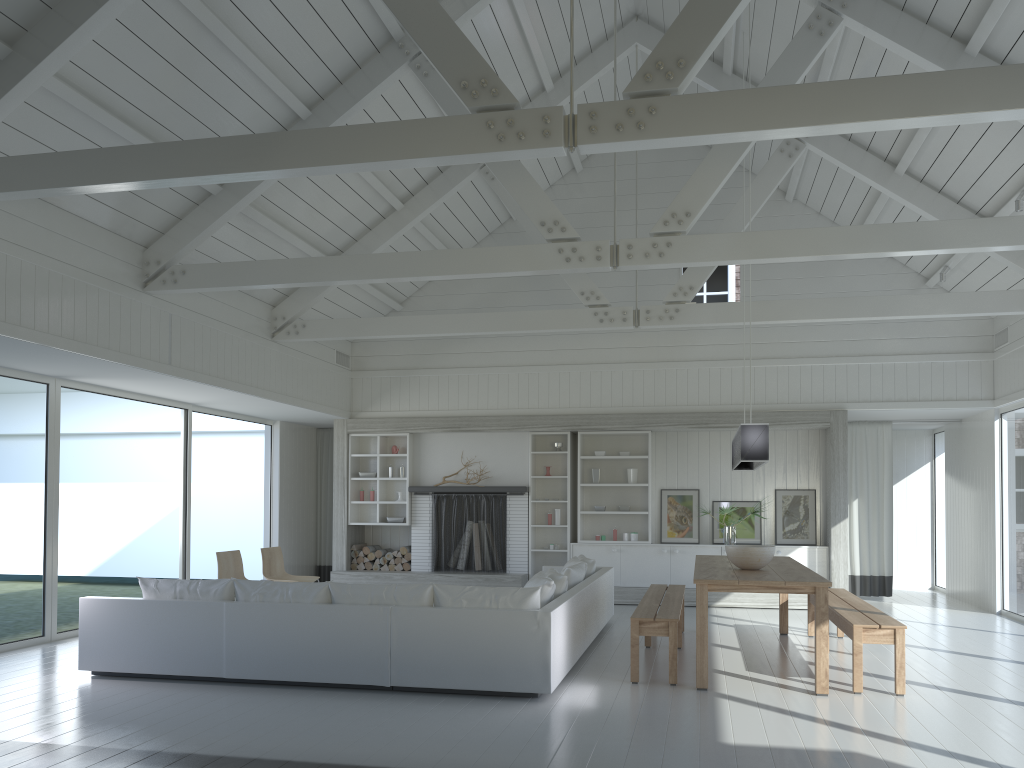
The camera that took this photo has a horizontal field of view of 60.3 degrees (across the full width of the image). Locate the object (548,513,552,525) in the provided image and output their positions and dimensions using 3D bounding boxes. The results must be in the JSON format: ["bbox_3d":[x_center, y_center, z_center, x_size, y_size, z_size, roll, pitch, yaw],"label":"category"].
[{"bbox_3d":[0.501,1.764,11.655,0.054,0.195,0.054,0,-2,11],"label":"object"}]

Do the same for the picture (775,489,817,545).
[{"bbox_3d":[3.571,1.677,11.096,0.495,0.701,0.065,-1,-2,12],"label":"picture"}]

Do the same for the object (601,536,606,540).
[{"bbox_3d":[1.190,2.010,11.511,0.058,0.061,0.058,1,-4,-10],"label":"object"}]

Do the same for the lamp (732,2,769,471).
[{"bbox_3d":[1.984,-1.418,7.433,0.200,4.229,1.914,0,-3,12],"label":"lamp"}]

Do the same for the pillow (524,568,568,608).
[{"bbox_3d":[0.213,1.740,7.023,0.466,0.475,1.327,0,-7,3],"label":"pillow"}]

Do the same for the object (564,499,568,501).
[{"bbox_3d":[0.717,1.539,11.709,0.054,0.025,0.054,-1,-7,12],"label":"object"}]

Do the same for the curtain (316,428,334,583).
[{"bbox_3d":[-2.685,1.842,13.354,0.630,2.363,0.117,0,-1,11],"label":"curtain"}]

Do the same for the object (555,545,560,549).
[{"bbox_3d":[0.601,2.149,11.625,0.058,0.061,0.058,-1,-4,12],"label":"object"}]

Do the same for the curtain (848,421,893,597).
[{"bbox_3d":[4.631,1.679,11.927,1.006,2.363,0.117,0,-2,13],"label":"curtain"}]

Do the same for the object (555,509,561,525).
[{"bbox_3d":[0.605,1.754,11.631,0.072,0.210,0.071,0,-2,12],"label":"object"}]

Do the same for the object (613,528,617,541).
[{"bbox_3d":[1.342,1.938,11.470,0.054,0.195,0.054,0,-2,11],"label":"object"}]

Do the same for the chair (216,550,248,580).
[{"bbox_3d":[-2.651,2.049,8.732,0.555,0.778,0.598,-1,-4,12],"label":"chair"}]

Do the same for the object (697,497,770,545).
[{"bbox_3d":[2.766,1.693,10.975,0.971,0.627,0.625,-1,-5,10],"label":"object"}]

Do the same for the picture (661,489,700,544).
[{"bbox_3d":[2.172,1.712,11.396,0.495,0.701,0.065,-1,-2,12],"label":"picture"}]

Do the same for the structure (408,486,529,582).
[{"bbox_3d":[-0.512,2.042,11.989,1.617,1.282,0.863,-1,-4,12],"label":"structure"}]

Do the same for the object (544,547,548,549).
[{"bbox_3d":[0.453,2.171,11.658,0.054,0.025,0.054,-1,-7,12],"label":"object"}]

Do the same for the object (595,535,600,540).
[{"bbox_3d":[1.117,2.003,11.500,0.054,0.071,0.054,1,-4,-9],"label":"object"}]

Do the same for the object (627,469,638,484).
[{"bbox_3d":[1.564,1.198,11.434,0.103,0.196,0.103,2,-3,-33],"label":"object"}]

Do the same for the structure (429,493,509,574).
[{"bbox_3d":[-0.586,1.972,11.642,1.098,1.060,0.117,-1,-2,12],"label":"structure"}]

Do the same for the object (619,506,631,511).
[{"bbox_3d":[1.485,1.641,11.586,0.141,0.066,0.142,-1,-7,12],"label":"object"}]

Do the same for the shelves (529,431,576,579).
[{"bbox_3d":[0.550,1.660,11.787,0.541,1.994,0.607,0,-2,12],"label":"shelves"}]

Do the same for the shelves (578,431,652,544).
[{"bbox_3d":[1.375,1.364,11.617,0.939,1.439,0.607,0,-2,12],"label":"shelves"}]

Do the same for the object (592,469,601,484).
[{"bbox_3d":[1.105,1.209,11.533,0.102,0.196,0.103,0,-3,12],"label":"object"}]

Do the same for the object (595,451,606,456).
[{"bbox_3d":[1.156,0.918,11.530,0.141,0.066,0.142,-1,-7,12],"label":"object"}]

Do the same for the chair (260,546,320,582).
[{"bbox_3d":[-2.432,2.151,9.483,0.555,0.778,0.598,-1,-4,12],"label":"chair"}]

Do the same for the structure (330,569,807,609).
[{"bbox_3d":[0.885,2.716,11.976,6.350,0.345,1.894,-1,-8,12],"label":"structure"}]

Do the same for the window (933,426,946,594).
[{"bbox_3d":[6.299,1.841,12.901,0.038,2.420,0.949,0,-2,12],"label":"window"}]

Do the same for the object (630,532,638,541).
[{"bbox_3d":[1.580,1.970,11.387,0.085,0.111,0.085,4,-5,-43],"label":"object"}]

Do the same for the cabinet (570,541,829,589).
[{"bbox_3d":[2.369,2.333,11.353,3.182,0.549,0.657,-1,-5,12],"label":"cabinet"}]

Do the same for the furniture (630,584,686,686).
[{"bbox_3d":[1.288,2.072,7.542,0.340,0.469,2.697,-1,-7,12],"label":"furniture"}]

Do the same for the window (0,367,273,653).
[{"bbox_3d":[-4.235,1.149,8.070,0.080,2.409,8.769,0,-7,12],"label":"window"}]

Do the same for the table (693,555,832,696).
[{"bbox_3d":[1.998,1.909,7.399,0.906,0.759,2.967,-1,-7,12],"label":"table"}]

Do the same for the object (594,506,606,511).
[{"bbox_3d":[1.153,1.630,11.512,0.141,0.066,0.142,-1,-7,12],"label":"object"}]

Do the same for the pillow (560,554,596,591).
[{"bbox_3d":[0.600,1.960,8.641,0.462,0.475,2.071,0,-7,4],"label":"pillow"}]

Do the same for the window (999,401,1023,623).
[{"bbox_3d":[4.583,0.777,5.048,0.080,2.408,10.998,0,-7,12],"label":"window"}]

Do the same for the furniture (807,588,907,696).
[{"bbox_3d":[2.754,2.036,7.228,0.340,0.469,2.697,-1,-7,12],"label":"furniture"}]

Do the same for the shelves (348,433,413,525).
[{"bbox_3d":[-1.746,1.321,12.158,0.865,1.235,0.551,-1,-3,12],"label":"shelves"}]

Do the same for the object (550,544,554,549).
[{"bbox_3d":[0.528,2.146,11.642,0.054,0.071,0.054,-1,-4,11],"label":"object"}]

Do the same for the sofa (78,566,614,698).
[{"bbox_3d":[-1.011,1.989,8.041,3.477,0.735,4.160,-1,-8,12],"label":"sofa"}]

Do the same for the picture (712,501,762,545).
[{"bbox_3d":[2.871,1.771,11.255,0.609,0.552,0.054,-1,-2,12],"label":"picture"}]

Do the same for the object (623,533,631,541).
[{"bbox_3d":[1.502,1.990,11.473,0.090,0.095,0.092,4,-6,-44],"label":"object"}]

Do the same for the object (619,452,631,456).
[{"bbox_3d":[1.487,0.929,11.603,0.141,0.066,0.142,-1,-7,12],"label":"object"}]
